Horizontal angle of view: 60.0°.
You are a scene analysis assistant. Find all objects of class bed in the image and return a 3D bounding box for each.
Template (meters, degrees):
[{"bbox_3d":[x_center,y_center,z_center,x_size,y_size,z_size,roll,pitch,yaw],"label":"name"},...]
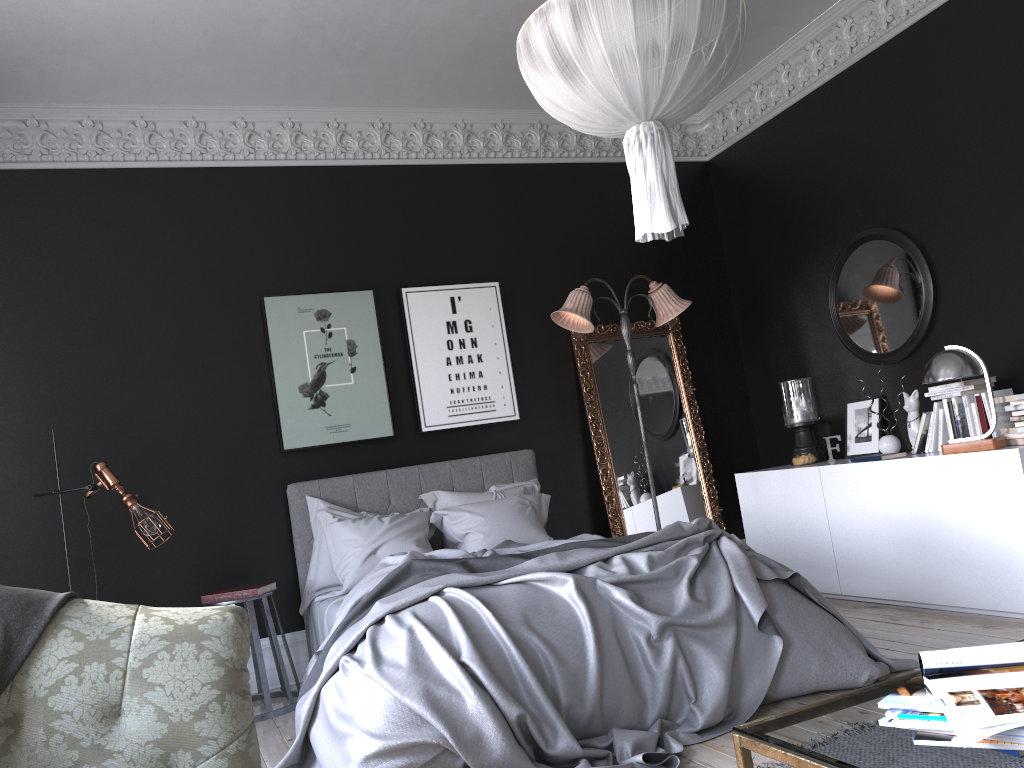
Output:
[{"bbox_3d":[-0.117,0.998,4.746,2.763,1.296,3.292,-5,-7,-34],"label":"bed"}]

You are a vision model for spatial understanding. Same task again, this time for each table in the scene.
[{"bbox_3d":[1.259,0.820,1.348,1.092,0.557,1.452,-7,-6,-22],"label":"table"}]

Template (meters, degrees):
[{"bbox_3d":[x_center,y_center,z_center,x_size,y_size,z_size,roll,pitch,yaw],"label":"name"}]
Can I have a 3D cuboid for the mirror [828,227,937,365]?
[{"bbox_3d":[2.470,-0.588,5.997,0.061,0.923,0.926,-7,-5,-22],"label":"mirror"}]

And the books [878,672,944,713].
[{"bbox_3d":[0.858,0.546,1.574,0.252,0.011,0.319,-3,-8,-45],"label":"books"}]

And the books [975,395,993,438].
[{"bbox_3d":[2.745,0.198,5.011,0.235,0.295,0.038,-7,-5,-22],"label":"books"}]

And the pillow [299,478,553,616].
[{"bbox_3d":[-0.495,0.973,5.809,1.828,0.758,0.682,-7,-5,-22],"label":"pillow"}]

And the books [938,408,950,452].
[{"bbox_3d":[2.631,0.264,5.305,0.195,0.256,0.092,-7,-5,-22],"label":"books"}]

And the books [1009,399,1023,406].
[{"bbox_3d":[2.842,0.081,4.780,0.220,0.024,0.307,-14,-8,42],"label":"books"}]

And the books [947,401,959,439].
[{"bbox_3d":[2.650,0.233,5.184,0.193,0.289,0.030,-7,-5,-22],"label":"books"}]

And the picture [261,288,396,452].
[{"bbox_3d":[-1.264,-0.113,6.139,0.791,1.077,0.014,-7,-5,-22],"label":"picture"}]

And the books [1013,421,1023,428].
[{"bbox_3d":[2.836,0.199,4.769,0.203,0.029,0.268,-13,-7,37],"label":"books"}]

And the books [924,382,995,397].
[{"bbox_3d":[2.636,0.034,5.222,0.220,0.024,0.308,-5,-7,-32],"label":"books"}]

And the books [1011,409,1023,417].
[{"bbox_3d":[2.826,0.139,4.768,0.193,0.030,0.289,-14,-7,42],"label":"books"}]

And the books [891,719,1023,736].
[{"bbox_3d":[0.864,0.564,1.545,0.319,0.011,0.252,-13,-7,39],"label":"books"}]

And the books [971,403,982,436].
[{"bbox_3d":[2.724,0.226,5.069,0.195,0.258,0.026,-7,-5,-22],"label":"books"}]

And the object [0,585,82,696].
[{"bbox_3d":[-1.325,0.671,1.524,0.518,0.584,1.367,-11,-6,27],"label":"object"}]

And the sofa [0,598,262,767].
[{"bbox_3d":[-0.839,0.801,0.652,1.605,1.159,2.820,-7,-6,-21],"label":"sofa"}]

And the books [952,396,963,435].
[{"bbox_3d":[2.680,0.218,5.169,0.220,0.307,0.024,-7,-5,-22],"label":"books"}]

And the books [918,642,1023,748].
[{"bbox_3d":[0.893,0.521,1.505,0.322,0.109,0.273,-10,-6,13],"label":"books"}]

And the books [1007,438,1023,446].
[{"bbox_3d":[2.838,0.285,4.718,0.295,0.038,0.235,-9,-6,5],"label":"books"}]

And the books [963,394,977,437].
[{"bbox_3d":[2.708,0.207,5.096,0.220,0.307,0.024,-7,-5,-22],"label":"books"}]

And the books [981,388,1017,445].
[{"bbox_3d":[2.757,0.187,4.971,0.220,0.307,0.050,-7,-5,-22],"label":"books"}]

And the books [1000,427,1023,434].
[{"bbox_3d":[2.832,0.228,4.760,0.318,0.031,0.229,-9,-6,8],"label":"books"}]

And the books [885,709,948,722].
[{"bbox_3d":[0.862,0.556,1.565,0.319,0.011,0.252,-13,-7,39],"label":"books"}]

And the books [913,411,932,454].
[{"bbox_3d":[2.560,0.290,5.406,0.202,0.246,0.159,-7,-5,-22],"label":"books"}]

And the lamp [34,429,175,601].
[{"bbox_3d":[-2.683,1.172,5.005,1.719,1.776,0.437,-10,-5,16],"label":"lamp"}]

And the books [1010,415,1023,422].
[{"bbox_3d":[2.835,0.170,4.780,0.193,0.030,0.290,-10,-6,9],"label":"books"}]

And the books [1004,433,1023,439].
[{"bbox_3d":[2.839,0.254,4.730,0.319,0.025,0.229,-8,-6,-12],"label":"books"}]

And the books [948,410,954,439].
[{"bbox_3d":[2.665,0.250,5.219,0.195,0.258,0.026,-7,-5,-22],"label":"books"}]

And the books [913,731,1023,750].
[{"bbox_3d":[0.883,0.580,1.521,0.319,0.011,0.252,-13,-7,34],"label":"books"}]

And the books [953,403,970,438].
[{"bbox_3d":[2.656,0.238,5.128,0.204,0.269,0.029,-7,-5,-22],"label":"books"}]

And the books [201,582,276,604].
[{"bbox_3d":[-1.611,1.235,5.250,0.346,0.045,0.276,-9,-6,8],"label":"books"}]

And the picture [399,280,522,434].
[{"bbox_3d":[-0.372,-0.215,6.505,0.791,1.077,0.014,-7,-5,-22],"label":"picture"}]

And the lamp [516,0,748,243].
[{"bbox_3d":[0.357,-1.495,3.066,0.783,2.045,0.784,-11,-5,21],"label":"lamp"}]

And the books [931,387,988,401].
[{"bbox_3d":[2.638,0.059,5.227,0.195,0.026,0.259,-8,-6,-12],"label":"books"}]

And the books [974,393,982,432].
[{"bbox_3d":[2.755,0.195,5.054,0.221,0.306,0.030,-7,-5,-22],"label":"books"}]

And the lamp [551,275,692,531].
[{"bbox_3d":[0.940,0.416,6.267,0.987,2.407,0.773,-10,-5,10],"label":"lamp"}]

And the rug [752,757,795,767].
[{"bbox_3d":[1.421,1.073,1.428,2.104,0.050,3.654,-7,-6,-22],"label":"rug"}]

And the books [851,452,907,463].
[{"bbox_3d":[2.259,0.452,5.464,0.193,0.030,0.290,-7,-6,-17],"label":"books"}]

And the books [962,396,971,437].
[{"bbox_3d":[2.724,0.208,5.131,0.221,0.306,0.030,-7,-5,-22],"label":"books"}]

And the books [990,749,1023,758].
[{"bbox_3d":[0.857,0.607,1.579,0.162,0.023,0.232,-7,-6,-22],"label":"books"}]

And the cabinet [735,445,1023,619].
[{"bbox_3d":[2.435,0.903,5.627,0.570,0.881,2.402,-7,-6,-22],"label":"cabinet"}]

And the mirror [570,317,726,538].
[{"bbox_3d":[1.107,0.568,6.890,0.990,2.188,0.255,-7,-5,-22],"label":"mirror"}]

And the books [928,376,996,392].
[{"bbox_3d":[2.656,0.004,5.236,0.220,0.030,0.307,-8,-6,-12],"label":"books"}]

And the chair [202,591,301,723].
[{"bbox_3d":[-1.568,1.589,5.218,0.614,0.672,0.613,-11,-5,22],"label":"chair"}]

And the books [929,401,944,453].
[{"bbox_3d":[2.615,0.249,5.336,0.220,0.295,0.127,-7,-5,-22],"label":"books"}]

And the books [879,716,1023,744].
[{"bbox_3d":[0.858,0.577,1.558,0.252,0.011,0.319,-4,-7,-40],"label":"books"}]

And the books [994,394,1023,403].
[{"bbox_3d":[2.799,0.060,4.774,0.306,0.030,0.221,-9,-6,-2],"label":"books"}]

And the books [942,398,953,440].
[{"bbox_3d":[2.673,0.229,5.261,0.221,0.306,0.030,-7,-5,-22],"label":"books"}]

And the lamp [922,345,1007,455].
[{"bbox_3d":[2.461,0.078,4.874,0.328,0.589,0.341,-4,-6,-42],"label":"lamp"}]

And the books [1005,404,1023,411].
[{"bbox_3d":[2.829,0.109,4.767,0.220,0.030,0.307,-9,-6,8],"label":"books"}]

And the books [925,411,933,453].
[{"bbox_3d":[2.603,0.282,5.379,0.195,0.244,0.132,-7,-5,-22],"label":"books"}]
